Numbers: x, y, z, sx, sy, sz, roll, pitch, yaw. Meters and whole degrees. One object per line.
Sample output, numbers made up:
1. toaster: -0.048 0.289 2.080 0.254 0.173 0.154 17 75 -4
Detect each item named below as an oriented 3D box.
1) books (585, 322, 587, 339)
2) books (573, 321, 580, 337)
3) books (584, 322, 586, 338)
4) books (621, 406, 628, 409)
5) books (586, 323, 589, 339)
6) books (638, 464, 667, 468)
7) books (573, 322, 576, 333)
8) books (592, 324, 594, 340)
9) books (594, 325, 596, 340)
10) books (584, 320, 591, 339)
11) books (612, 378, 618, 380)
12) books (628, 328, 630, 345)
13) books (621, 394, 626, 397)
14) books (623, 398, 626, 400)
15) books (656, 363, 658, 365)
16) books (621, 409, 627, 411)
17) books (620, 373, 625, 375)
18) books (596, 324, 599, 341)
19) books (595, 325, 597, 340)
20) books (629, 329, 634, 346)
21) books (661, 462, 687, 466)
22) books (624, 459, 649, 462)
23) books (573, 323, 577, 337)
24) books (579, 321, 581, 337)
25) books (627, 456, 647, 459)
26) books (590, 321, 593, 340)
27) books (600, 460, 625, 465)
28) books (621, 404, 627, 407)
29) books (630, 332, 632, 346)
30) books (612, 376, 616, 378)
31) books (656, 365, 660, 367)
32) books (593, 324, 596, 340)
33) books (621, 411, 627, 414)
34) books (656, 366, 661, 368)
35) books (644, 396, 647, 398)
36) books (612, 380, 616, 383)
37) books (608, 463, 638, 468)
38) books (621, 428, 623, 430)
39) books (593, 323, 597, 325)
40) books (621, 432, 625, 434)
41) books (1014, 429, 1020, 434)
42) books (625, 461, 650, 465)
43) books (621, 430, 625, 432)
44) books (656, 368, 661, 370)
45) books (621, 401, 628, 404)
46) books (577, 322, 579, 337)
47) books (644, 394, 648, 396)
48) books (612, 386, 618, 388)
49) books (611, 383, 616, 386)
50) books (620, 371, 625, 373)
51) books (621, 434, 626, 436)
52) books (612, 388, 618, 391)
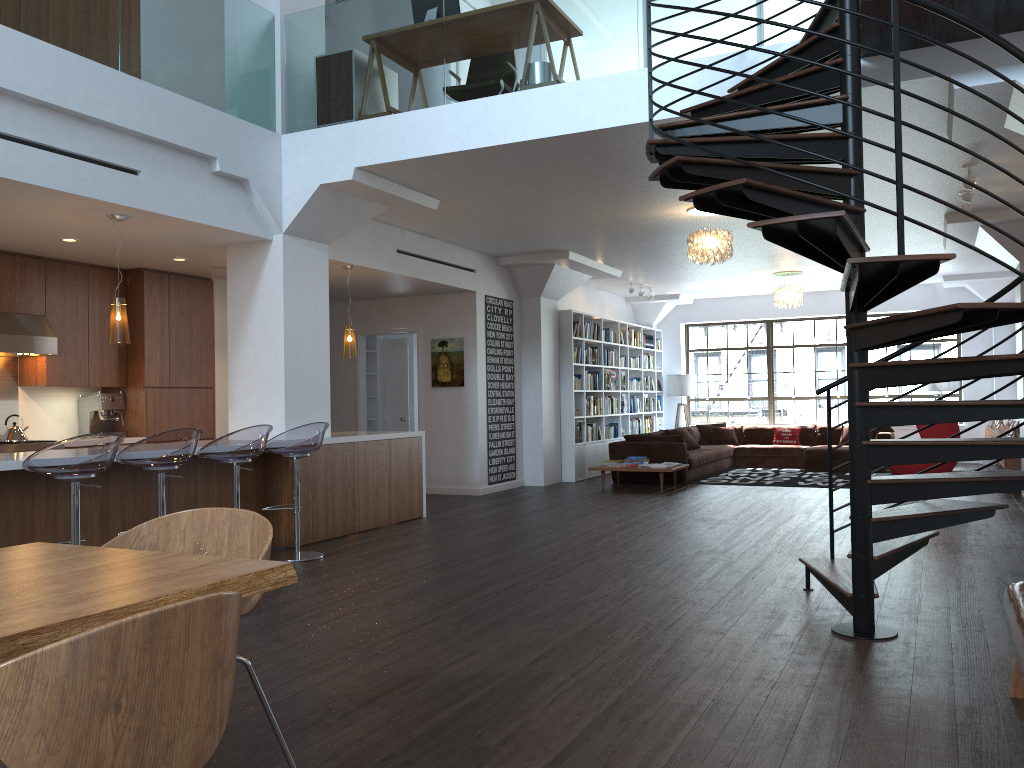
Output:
1. books: 1.012 -0.779 13.017 0.170 0.251 0.118 -2 -1 26
2. books: 0.886 -0.782 12.760 0.159 0.248 0.089 -2 -1 26
3. books: 0.992 -0.777 12.978 0.159 0.248 0.089 -2 -1 26
4. books: 1.750 0.391 14.576 0.259 0.040 0.180 -2 -1 26
5. books: 1.038 -0.774 13.063 0.174 0.242 0.105 -2 -1 26
6. books: 1.796 1.044 11.344 0.231 0.040 0.342 0 -1 -24
7. books: 0.797 -0.767 12.558 0.182 0.215 0.188 -2 -1 26
8. books: 1.138 -0.775 13.261 0.159 0.248 0.089 -2 -1 26
9. books: 1.165 -0.778 13.337 0.182 0.255 0.077 -2 -1 26
10. books: 1.070 -0.798 13.145 0.176 0.293 0.125 -2 -1 26
11. books: 1.557 -0.078 14.150 0.183 0.042 0.253 -2 -1 26
12. books: 1.894 -0.784 14.822 0.140 0.298 0.044 -2 -1 26
13. books: 1.759 0.187 14.542 0.185 0.041 0.129 -2 -1 40
14. books: 1.771 0.244 14.535 0.161 0.026 0.223 -1 -1 15
15. books: 2.568 -0.361 16.306 0.144 0.025 0.204 0 -1 -34
16. books: 1.744 0.429 14.551 0.251 0.037 0.160 -2 -1 31
17. books: 1.711 -0.155 14.462 0.223 0.031 0.161 -2 -1 26
18. books: 1.231 -0.776 13.463 0.182 0.255 0.077 -2 -1 26
19. books: 1.188 -0.772 13.370 0.174 0.243 0.085 -2 -1 26
20. books: 1.970 -0.778 15.029 0.176 0.290 0.053 -2 -1 26
21. books: 2.085 1.044 11.587 0.350 0.035 0.256 0 -1 -39
22. books: 1.673 1.020 11.865 0.279 0.035 0.191 -2 -1 36
23. books: 0.828 -0.763 12.643 0.167 0.210 0.162 -2 -1 26
24. books: 0.907 -0.784 12.798 0.170 0.251 0.118 -2 -1 26
25. books: 1.675 0.989 11.862 0.224 0.027 0.157 -2 -1 31
26. books: 1.094 -0.796 13.204 0.197 0.290 0.136 -2 -1 26
27. books: 1.364 1.059 11.942 0.241 0.045 0.334 -2 -1 27
28. books: 1.756 0.348 14.558 0.231 0.044 0.168 -1 -1 21
29. books: 1.937 -0.757 14.952 0.171 0.246 0.057 -2 -1 26
30. books: 1.553 -0.114 14.159 0.161 0.033 0.223 -2 -1 26
31. books: 2.570 -0.333 16.301 0.174 0.032 0.254 0 -1 -29
32. books: 1.154 -0.776 13.290 0.182 0.253 0.098 -2 -1 26
33. books: 1.746 0.466 14.547 0.246 0.038 0.171 -2 -1 26
34. books: 2.570 -0.300 16.306 0.284 0.033 0.197 -2 -1 41
35. books: 2.245 0.229 15.554 0.223 0.031 0.161 -2 -1 26
36. books: 1.552 -0.035 14.156 0.168 0.045 0.231 -1 -1 21
37. books: 1.438 1.055 11.527 0.340 0.035 0.236 0 -1 -39
38. books: 1.706 0.740 14.532 0.204 0.025 0.144 -2 -1 26
39. books: 1.191 -0.781 13.429 0.180 0.265 0.103 -2 -1 26
40. books: 1.707 0.802 14.529 0.284 0.033 0.197 -1 -1 11
41. books: 6.496 0.603 11.241 0.250 0.053 0.400 -2 -1 26
42. books: 1.676 1.056 11.859 0.312 0.037 0.216 -1 -1 16
43. books: 1.703 0.769 14.534 0.254 0.032 0.174 -2 -1 31
44. books: 2.571 -0.266 16.305 0.197 0.035 0.284 0 -1 -34
45. books: 1.748 0.307 14.553 0.253 0.040 0.183 -2 -1 26
46. books: 0.881 -0.770 12.728 0.161 0.222 0.084 -2 -1 26
47. books: 2.248 0.199 15.562 0.224 0.030 0.161 -2 -1 36
48. books: 1.559 0.048 14.141 0.160 0.039 0.251 -2 -1 31
49. books: 1.534 0.009 14.148 0.180 0.042 0.259 -2 -1 26
50. books: 1.714 -0.184 14.470 0.224 0.030 0.161 -2 -1 36
51. books: 1.707 0.836 14.528 0.284 0.035 0.197 -2 -1 26
52. books: 1.563 0.087 14.141 0.171 0.039 0.246 -2 -1 26
